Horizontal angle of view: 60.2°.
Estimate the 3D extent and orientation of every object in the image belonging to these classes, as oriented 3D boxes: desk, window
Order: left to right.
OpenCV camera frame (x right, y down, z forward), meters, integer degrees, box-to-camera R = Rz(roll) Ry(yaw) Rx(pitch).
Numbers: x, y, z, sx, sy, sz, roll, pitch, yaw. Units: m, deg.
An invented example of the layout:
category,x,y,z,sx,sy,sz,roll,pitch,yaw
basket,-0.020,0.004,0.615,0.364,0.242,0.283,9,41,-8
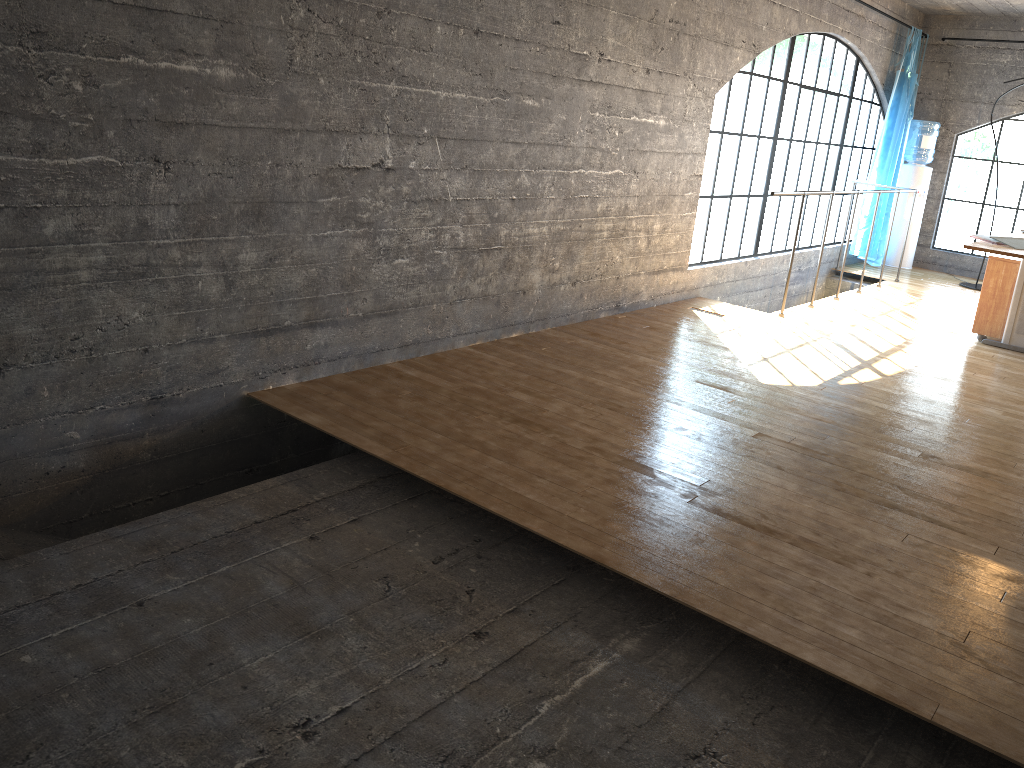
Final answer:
category,x,y,z,sx,sy,sz,roll,pitch,yaw
window,4.637,-1.778,7.513,6.940,1.831,3.263,6,16,-3
desk,3.955,-0.445,5.478,1.658,0.723,3.541,19,21,36

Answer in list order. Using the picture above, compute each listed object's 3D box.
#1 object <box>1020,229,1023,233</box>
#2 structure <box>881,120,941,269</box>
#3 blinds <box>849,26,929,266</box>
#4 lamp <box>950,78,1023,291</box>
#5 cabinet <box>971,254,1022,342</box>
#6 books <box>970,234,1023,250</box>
category,x,y,z,sx,sy,sz,roll,pitch,yaw
object,3.347,-0.962,5.638,0.075,0.025,0.185,0,19,-22
structure,4.039,-1.920,8.953,0.327,1.445,0.333,-1,15,-32
blinds,3.729,-2.277,8.590,0.265,2.236,0.955,15,16,32
lamp,4.557,-2.255,9.439,0.386,1.889,6.385,7,17,1
cabinet,3.352,-0.543,5.830,0.432,0.560,0.430,17,17,33
books,2.709,-0.769,4.766,0.307,0.043,0.325,1,18,-17
